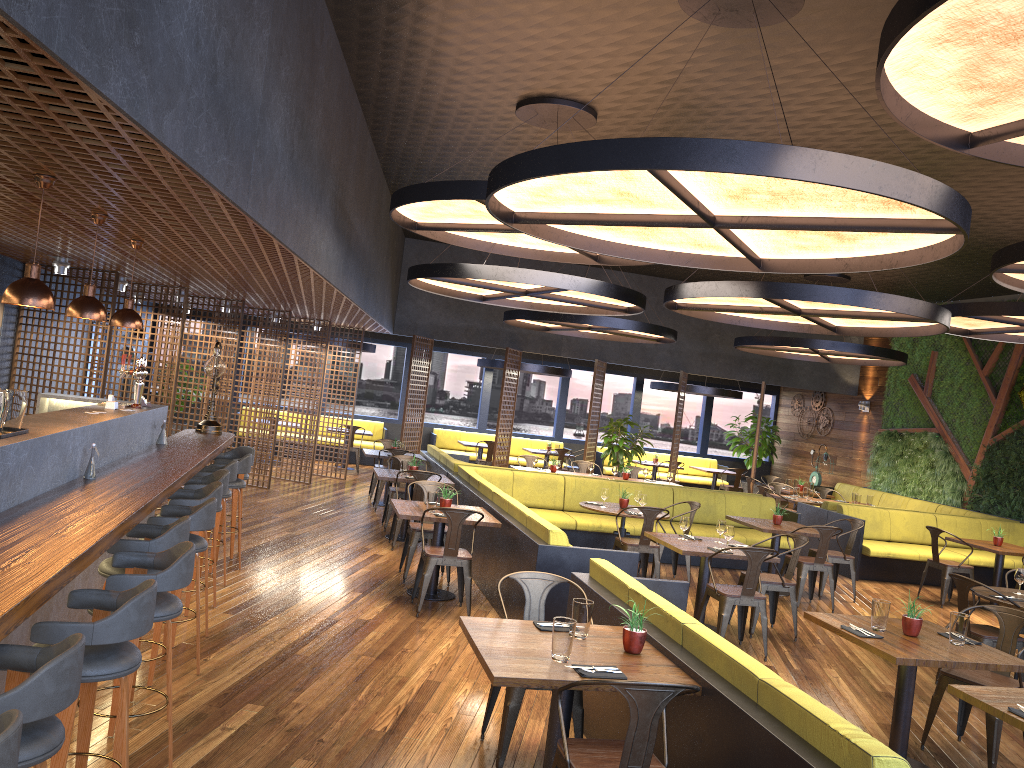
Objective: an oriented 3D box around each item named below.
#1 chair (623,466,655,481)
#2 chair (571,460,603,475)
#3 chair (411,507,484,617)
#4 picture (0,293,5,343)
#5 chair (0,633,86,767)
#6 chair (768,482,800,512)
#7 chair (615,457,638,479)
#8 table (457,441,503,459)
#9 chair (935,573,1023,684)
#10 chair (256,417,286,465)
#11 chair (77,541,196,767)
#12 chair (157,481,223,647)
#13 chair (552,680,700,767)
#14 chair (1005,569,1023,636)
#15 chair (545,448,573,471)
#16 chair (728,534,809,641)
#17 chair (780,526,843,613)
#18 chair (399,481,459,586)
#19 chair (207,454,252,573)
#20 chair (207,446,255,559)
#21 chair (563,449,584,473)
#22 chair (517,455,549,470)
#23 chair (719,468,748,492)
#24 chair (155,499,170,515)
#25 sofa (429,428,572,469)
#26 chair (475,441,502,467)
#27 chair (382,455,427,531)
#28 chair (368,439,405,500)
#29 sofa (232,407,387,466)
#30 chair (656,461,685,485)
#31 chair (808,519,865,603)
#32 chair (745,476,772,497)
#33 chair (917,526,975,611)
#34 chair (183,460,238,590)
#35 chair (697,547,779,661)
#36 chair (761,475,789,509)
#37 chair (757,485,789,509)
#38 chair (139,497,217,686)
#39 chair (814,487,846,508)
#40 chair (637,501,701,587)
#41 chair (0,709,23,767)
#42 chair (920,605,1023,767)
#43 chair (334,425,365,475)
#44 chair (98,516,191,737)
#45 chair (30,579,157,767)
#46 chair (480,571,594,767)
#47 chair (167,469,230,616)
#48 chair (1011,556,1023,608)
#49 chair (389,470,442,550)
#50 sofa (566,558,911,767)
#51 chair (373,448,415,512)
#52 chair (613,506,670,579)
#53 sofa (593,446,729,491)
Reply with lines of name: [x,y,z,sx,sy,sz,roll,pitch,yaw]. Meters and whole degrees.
chair: [2.052,1.839,14.616,0.504,0.917,0.541,7,-1,-12]
chair: [1.179,1.730,14.424,0.504,0.917,0.541,7,-1,-12]
chair: [-0.543,1.450,7.399,0.504,0.917,0.541,7,-1,-12]
picture: [-5.529,-0.639,9.304,0.028,0.697,1.039,7,-1,-12]
chair: [-1.491,1.221,2.466,0.438,1.048,0.483,7,-1,-41]
chair: [4.543,2.148,14.917,0.504,0.917,0.541,7,-1,-12]
chair: [2.406,1.923,18.839,0.541,0.917,0.504,7,-1,-12]
table: [-0.652,1.621,18.119,0.887,0.763,0.906,7,-1,-12]
chair: [3.659,1.961,6.902,0.541,0.917,0.504,7,-1,-12]
chair: [-4.481,1.056,16.561,0.504,0.917,0.541,7,-1,-12]
chair: [-1.677,1.211,3.870,0.438,1.048,0.483,7,-1,7]
chair: [-2.229,1.164,5.937,0.483,1.048,0.438,7,-1,38]
chair: [0.405,1.528,3.464,0.504,0.917,0.541,7,-1,-12]
chair: [4.409,2.059,7.486,0.504,0.917,0.541,7,-1,27]
chair: [0.893,1.727,17.742,0.504,0.917,0.541,7,-1,-12]
chair: [2.366,1.814,8.091,0.541,0.917,0.504,7,-1,-12]
chair: [3.185,1.928,9.464,0.504,0.917,0.541,7,-1,-12]
chair: [-0.807,1.430,8.615,0.504,0.917,0.541,7,-1,-12]
chair: [-2.638,1.134,8.002,0.438,1.048,0.483,7,-1,16]
chair: [-2.773,1.123,8.575,0.438,1.048,0.483,7,-1,-21]
chair: [1.337,1.789,18.542,0.541,0.917,0.504,7,-1,-12]
chair: [0.300,1.620,14.231,0.504,0.917,0.541,7,-1,-12]
chair: [4.610,2.191,18.558,0.504,0.917,0.541,7,-1,-12]
chair: [-3.447,1.039,8.466,0.438,1.048,0.483,7,-1,-41]
sofa: [-0.270,1.605,19.547,3.061,0.914,0.966,7,-1,-12]
chair: [-0.493,1.554,17.437,0.504,0.917,0.541,7,-1,-12]
chair: [-1.366,1.387,11.256,0.504,0.917,0.541,7,-1,-12]
chair: [-1.958,1.339,13.877,0.504,0.917,0.541,7,-1,-12]
sofa: [-4.220,1.112,18.679,3.061,0.914,0.966,7,-1,-12]
chair: [3.224,2.018,18.254,0.504,0.917,0.541,7,-1,-12]
chair: [3.723,2.002,10.245,0.541,0.917,0.504,7,-1,-12]
chair: [4.419,2.142,15.939,0.541,0.917,0.504,7,-1,-12]
chair: [5.228,2.190,10.653,0.541,0.917,0.504,7,-1,-12]
chair: [-2.570,1.136,7.380,0.438,1.048,0.483,7,-1,-41]
chair: [1.847,1.742,7.261,0.504,0.917,0.541,7,-1,-12]
chair: [4.966,2.218,16.823,0.504,0.917,0.541,7,-1,-12]
chair: [4.111,2.086,14.046,0.541,0.917,0.504,7,-1,-12]
chair: [-2.034,1.181,5.227,0.438,1.048,0.483,7,-1,16]
chair: [5.385,2.253,15.102,0.504,0.917,0.541,7,-1,-12]
chair: [1.795,1.763,9.996,0.541,0.917,0.504,7,-1,-12]
chair: [-1.352,1.232,1.886,0.438,1.048,0.483,7,-1,-41]
chair: [2.938,1.859,5.497,0.541,0.917,0.504,7,-1,-35]
chair: [-3.094,1.229,16.866,0.504,0.917,0.541,7,-1,-12]
chair: [-1.942,1.185,4.548,0.438,1.048,0.483,7,-1,-41]
chair: [-1.562,1.219,3.151,0.438,1.048,0.483,7,-1,16]
chair: [0.137,1.508,4.699,0.504,0.917,0.541,7,-1,-12]
chair: [-2.400,1.149,6.623,0.438,1.048,0.483,7,-1,2]
chair: [6.082,2.290,10.100,0.504,0.917,0.541,7,-1,-12]
chair: [-1.101,1.407,10.038,0.504,0.917,0.541,7,-1,-12]
sofa: [1.132,1.629,4.288,0.966,0.914,3.061,7,-1,-12]
chair: [-1.698,1.360,12.679,0.504,0.917,0.541,7,-1,-12]
chair: [1.317,1.697,9.256,0.504,0.917,0.541,7,-1,-12]
sofa: [3.404,2.064,20.354,3.061,0.914,0.966,7,-1,-12]
